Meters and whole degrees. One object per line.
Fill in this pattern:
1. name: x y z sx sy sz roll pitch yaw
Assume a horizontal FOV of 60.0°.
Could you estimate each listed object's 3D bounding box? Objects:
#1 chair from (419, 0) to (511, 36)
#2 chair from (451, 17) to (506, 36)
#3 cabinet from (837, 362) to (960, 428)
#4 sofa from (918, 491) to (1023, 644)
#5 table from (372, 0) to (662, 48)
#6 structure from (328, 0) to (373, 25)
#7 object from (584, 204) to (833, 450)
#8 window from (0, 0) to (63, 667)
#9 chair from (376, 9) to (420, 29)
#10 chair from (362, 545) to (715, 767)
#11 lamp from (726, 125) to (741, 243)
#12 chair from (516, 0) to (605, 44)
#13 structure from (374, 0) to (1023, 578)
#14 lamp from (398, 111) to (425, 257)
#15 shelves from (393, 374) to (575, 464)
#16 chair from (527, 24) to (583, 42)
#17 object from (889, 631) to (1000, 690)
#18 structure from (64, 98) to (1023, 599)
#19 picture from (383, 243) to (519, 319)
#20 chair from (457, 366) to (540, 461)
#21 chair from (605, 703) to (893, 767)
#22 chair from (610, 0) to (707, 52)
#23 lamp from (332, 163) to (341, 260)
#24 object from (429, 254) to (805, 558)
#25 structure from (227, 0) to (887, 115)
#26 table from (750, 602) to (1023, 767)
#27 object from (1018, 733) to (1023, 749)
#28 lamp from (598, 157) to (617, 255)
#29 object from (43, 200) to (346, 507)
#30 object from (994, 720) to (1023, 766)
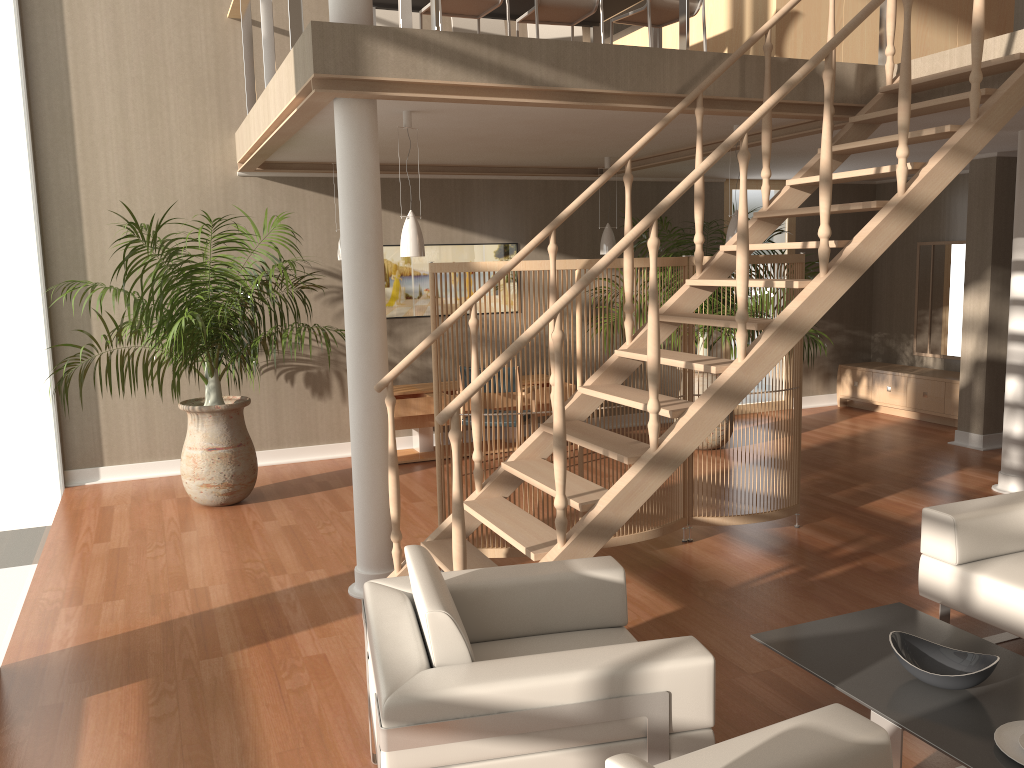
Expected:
1. chair: -0.293 -2.192 5.234 0.430 0.796 0.496 -5 8 -22
2. chair: -0.142 -2.354 6.385 0.430 0.796 0.496 -5 9 -27
3. cabinet: 4.098 0.108 8.788 0.500 0.458 1.911 -5 8 -22
4. sofa: 2.473 0.790 3.113 0.905 0.740 1.781 -5 8 -22
5. table: 0.002 -2.275 6.004 1.800 0.740 0.900 -5 8 -22
6. structure: -0.778 -2.816 3.992 0.200 2.400 0.200 -5 8 -22
7. object: 1.631 -0.382 7.639 2.157 2.304 2.109 -7 9 -33
8. window: -2.870 -1.378 4.922 0.020 5.200 3.340 -5 8 -22
9. chair: -0.758 -2.324 6.275 0.430 0.796 0.496 -5 9 -27
10. chair: 0.022 0.903 2.734 0.905 0.740 0.900 -3 8 -12
11. lamp: 1.472 -1.283 5.806 0.139 0.800 0.139 0 8 13
12. chair: 0.281 -2.237 5.460 0.430 0.796 0.496 -4 8 -17
13. structure: 0.957 -0.744 4.114 3.150 3.578 1.000 -5 8 -22
14. lamp: -0.572 -1.118 4.976 0.139 0.800 0.139 -2 8 -8
15. shelves: -0.314 0.298 7.651 1.600 0.590 0.658 -5 8 -22
16. chair: 0.381 -2.398 6.605 0.430 0.796 0.496 -3 8 -12
17. object: 1.339 0.874 2.762 0.317 0.125 0.223 5 10 39
18. structure: 3.075 -0.378 4.906 10.775 2.533 8.342 -5 8 -22
19. picture: -0.549 -0.922 7.869 1.317 0.633 0.010 -5 8 -22
20. chair: -0.118 0.261 6.981 0.582 0.856 0.509 1 8 18
21. chair: 0.587 1.049 1.571 0.905 0.740 0.900 -5 9 -27
22. chair: 0.905 -2.265 5.551 0.430 0.796 0.496 -5 9 -27
23. lamp: -1.243 -1.324 6.587 0.139 0.800 0.139 6 11 42
24. object: 0.689 0.090 4.844 2.229 1.542 0.233 -4 8 -17
25. structure: -0.026 -2.357 6.015 3.300 0.900 3.475 -5 8 -22
26. table: 1.417 1.086 2.736 0.700 0.293 1.260 -5 8 -22
27. object: 1.449 0.977 2.359 0.178 0.020 0.178 1 8 17
28. lamp: 0.802 -1.489 7.417 0.139 0.800 0.139 6 11 42
29. object: -2.111 -0.083 6.141 2.109 2.304 2.157 -6 9 -29
30. object: 1.450 0.979 2.359 0.294 0.020 0.294 5 10 39
